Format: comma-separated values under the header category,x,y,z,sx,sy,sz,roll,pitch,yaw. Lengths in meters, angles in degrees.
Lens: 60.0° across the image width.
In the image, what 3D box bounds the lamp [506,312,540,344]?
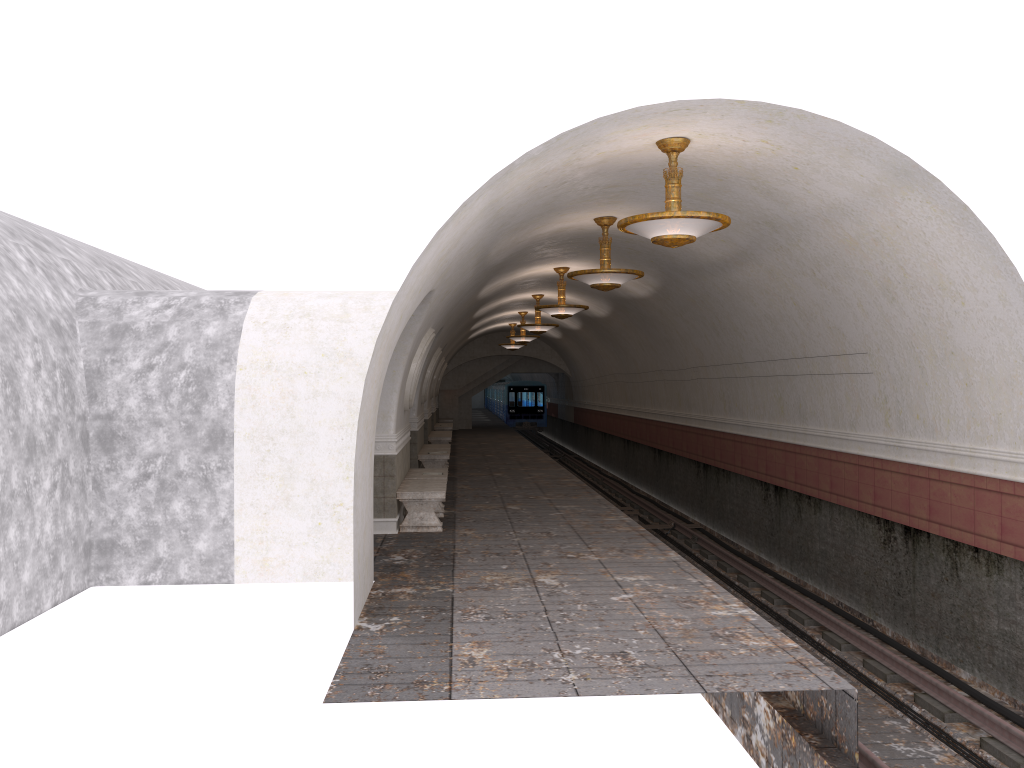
category,x,y,z,sx,sy,sz,roll,pitch,yaw
lamp,0.325,-1.642,26.118,1.008,0.955,1.008,0,0,12

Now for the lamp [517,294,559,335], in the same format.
category,x,y,z,sx,sy,sz,roll,pitch,yaw
lamp,0.624,-1.657,21.299,1.008,0.955,1.008,0,0,12

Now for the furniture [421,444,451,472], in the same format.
category,x,y,z,sx,sy,sz,roll,pitch,yaw
furniture,-1.658,1.622,19.463,0.613,0.508,1.509,0,0,-4

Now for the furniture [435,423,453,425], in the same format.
category,x,y,z,sx,sy,sz,roll,pitch,yaw
furniture,-2.400,1.660,31.423,0.613,0.508,1.509,0,0,-4

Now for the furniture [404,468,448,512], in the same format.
category,x,y,z,sx,sy,sz,roll,pitch,yaw
furniture,-1.286,1.604,13.466,0.613,0.508,1.509,0,0,-4

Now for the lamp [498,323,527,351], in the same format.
category,x,y,z,sx,sy,sz,roll,pitch,yaw
lamp,0.026,-1.627,30.939,1.008,0.955,1.008,0,0,42

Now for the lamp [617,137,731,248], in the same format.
category,x,y,z,sx,sy,sz,roll,pitch,yaw
lamp,1.451,-1.699,7.978,1.008,0.955,1.008,0,0,42

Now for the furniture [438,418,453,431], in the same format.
category,x,y,z,sx,sy,sz,roll,pitch,yaw
furniture,-2.686,1.674,36.035,0.613,0.508,1.509,0,0,-4

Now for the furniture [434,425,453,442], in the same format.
category,x,y,z,sx,sy,sz,roll,pitch,yaw
furniture,-2.295,1.655,29.745,0.613,0.508,1.509,0,0,-4

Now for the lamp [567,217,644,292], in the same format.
category,x,y,z,sx,sy,sz,roll,pitch,yaw
lamp,1.224,-1.687,11.626,1.008,0.955,1.008,0,0,-19

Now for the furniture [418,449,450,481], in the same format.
category,x,y,z,sx,sy,sz,roll,pitch,yaw
furniture,-1.553,1.617,17.785,0.613,0.508,1.509,0,0,-4

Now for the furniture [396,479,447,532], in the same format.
category,x,y,z,sx,sy,sz,roll,pitch,yaw
furniture,-1.181,1.598,11.787,0.613,0.508,1.509,0,0,-4

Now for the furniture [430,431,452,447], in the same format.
category,x,y,z,sx,sy,sz,roll,pitch,yaw
furniture,-2.030,1.641,25.472,0.613,0.508,1.509,0,0,-4

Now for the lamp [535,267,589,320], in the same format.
category,x,y,z,sx,sy,sz,roll,pitch,yaw
lamp,0.923,-1.672,16.479,1.008,0.955,1.008,0,0,-19

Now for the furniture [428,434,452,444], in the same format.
category,x,y,z,sx,sy,sz,roll,pitch,yaw
furniture,-1.926,1.636,23.794,0.613,0.508,1.509,0,0,-4
